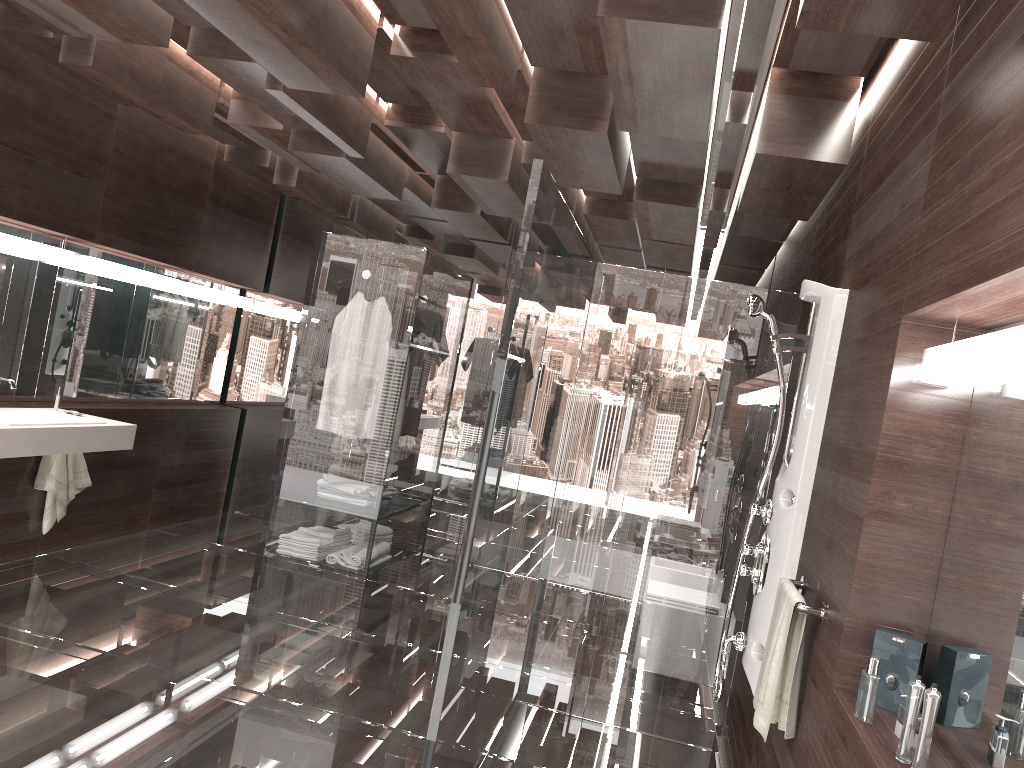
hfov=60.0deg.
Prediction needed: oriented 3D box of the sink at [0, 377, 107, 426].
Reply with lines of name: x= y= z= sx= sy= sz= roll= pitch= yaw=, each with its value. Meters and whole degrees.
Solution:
sink: x=-2.332 y=0.090 z=4.247 sx=0.427 sy=0.193 sz=0.681 roll=11 pitch=0 yaw=10

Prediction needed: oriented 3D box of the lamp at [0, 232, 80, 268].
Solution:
lamp: x=-2.482 y=-0.692 z=4.360 sx=0.082 sy=0.082 sz=0.950 roll=11 pitch=0 yaw=10

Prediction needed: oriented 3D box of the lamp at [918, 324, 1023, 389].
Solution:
lamp: x=0.931 y=-0.051 z=1.643 sx=0.082 sy=0.082 sz=0.950 roll=11 pitch=0 yaw=10

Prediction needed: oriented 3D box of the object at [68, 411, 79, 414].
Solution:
object: x=-2.296 y=0.150 z=4.647 sx=0.066 sy=0.016 sz=0.035 roll=11 pitch=0 yaw=30

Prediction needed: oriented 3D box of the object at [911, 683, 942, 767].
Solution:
object: x=0.793 y=0.657 z=1.696 sx=0.030 sy=0.172 sz=0.033 roll=11 pitch=0 yaw=41

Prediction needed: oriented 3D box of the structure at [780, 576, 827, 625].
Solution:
structure: x=0.852 y=0.627 z=2.621 sx=0.071 sy=0.061 sz=0.455 roll=11 pitch=0 yaw=10

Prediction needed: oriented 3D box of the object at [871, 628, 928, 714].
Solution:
object: x=0.898 y=0.675 z=2.078 sx=0.105 sy=0.173 sz=0.048 roll=11 pitch=0 yaw=38

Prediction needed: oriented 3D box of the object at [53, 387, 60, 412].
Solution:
object: x=-2.375 y=0.081 z=4.634 sx=0.022 sy=0.132 sz=0.022 roll=10 pitch=0 yaw=-42

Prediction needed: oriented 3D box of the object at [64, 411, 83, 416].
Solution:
object: x=-2.297 y=0.157 z=4.648 sx=0.108 sy=0.011 sz=0.065 roll=11 pitch=0 yaw=32

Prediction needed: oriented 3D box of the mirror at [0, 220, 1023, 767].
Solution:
mirror: x=-0.662 y=0.000 z=4.009 sx=4.126 sy=0.916 sz=5.081 roll=11 pitch=0 yaw=10

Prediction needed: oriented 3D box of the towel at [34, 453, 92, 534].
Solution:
towel: x=-2.434 y=0.495 z=4.862 sx=0.156 sy=0.678 sz=0.368 roll=11 pitch=0 yaw=10

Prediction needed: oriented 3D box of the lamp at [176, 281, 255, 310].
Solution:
lamp: x=-2.114 y=-0.630 z=6.372 sx=0.082 sy=0.082 sz=0.950 roll=11 pitch=0 yaw=10

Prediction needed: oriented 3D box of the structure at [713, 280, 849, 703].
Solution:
structure: x=0.924 y=0.405 z=3.197 sx=0.354 sy=1.560 sz=0.323 roll=11 pitch=0 yaw=31

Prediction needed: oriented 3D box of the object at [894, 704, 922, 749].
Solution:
object: x=0.836 y=0.704 z=1.859 sx=0.027 sy=0.093 sz=0.078 roll=10 pitch=0 yaw=-2

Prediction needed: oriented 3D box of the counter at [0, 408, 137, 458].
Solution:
counter: x=-2.417 y=0.209 z=3.802 sx=0.488 sy=0.131 sz=1.954 roll=11 pitch=0 yaw=10

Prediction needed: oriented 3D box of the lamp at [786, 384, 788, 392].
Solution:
lamp: x=1.482 y=0.042 z=4.659 sx=0.082 sy=0.082 sz=0.950 roll=11 pitch=0 yaw=10

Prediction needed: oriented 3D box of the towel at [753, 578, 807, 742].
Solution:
towel: x=0.787 y=0.805 z=2.625 sx=0.097 sy=0.414 sz=0.352 roll=11 pitch=0 yaw=3

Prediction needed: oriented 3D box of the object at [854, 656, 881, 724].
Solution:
object: x=0.788 y=0.672 z=1.958 sx=0.027 sy=0.139 sz=0.052 roll=10 pitch=0 yaw=-5

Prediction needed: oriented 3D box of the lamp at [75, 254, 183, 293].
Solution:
lamp: x=-2.296 y=-0.661 z=5.380 sx=0.082 sy=0.082 sz=0.950 roll=11 pitch=0 yaw=10

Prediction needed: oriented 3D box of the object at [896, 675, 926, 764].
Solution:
object: x=0.781 y=0.655 z=1.735 sx=0.030 sy=0.172 sz=0.033 roll=10 pitch=0 yaw=-26
